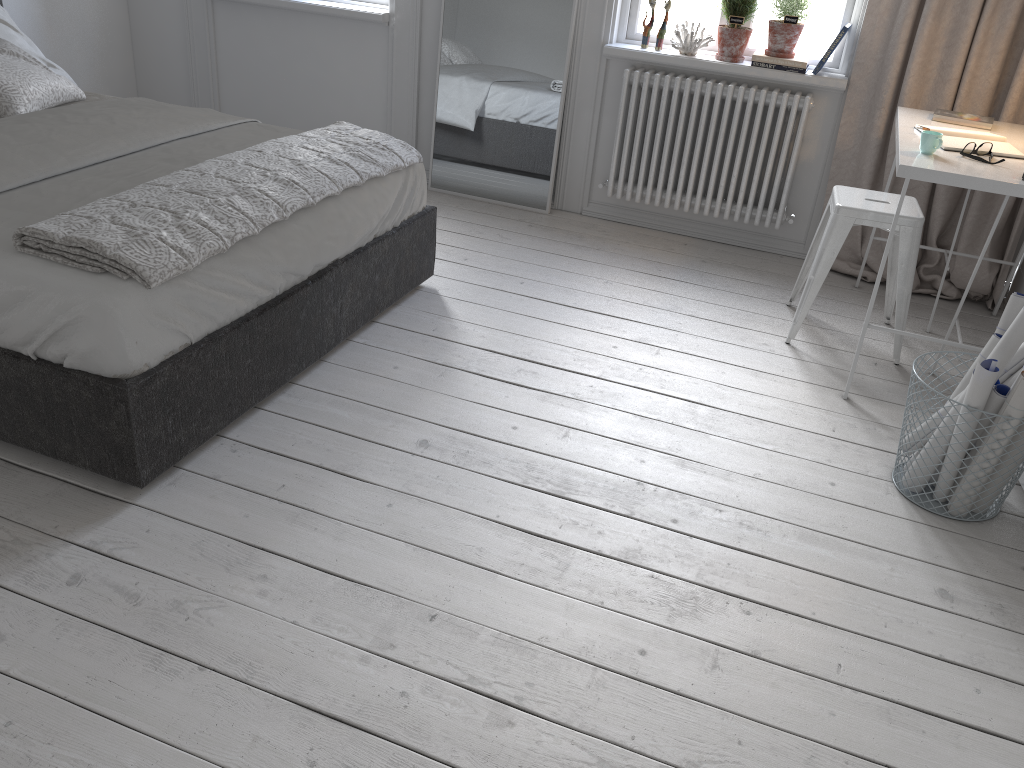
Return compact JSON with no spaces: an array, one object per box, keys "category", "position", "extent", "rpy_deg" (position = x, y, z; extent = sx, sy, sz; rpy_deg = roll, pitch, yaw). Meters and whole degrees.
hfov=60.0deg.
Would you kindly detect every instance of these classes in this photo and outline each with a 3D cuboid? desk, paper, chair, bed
[{"category":"desk","position":[1.613,-0.465,3.190],"extent":[0.641,0.775,1.164],"rpy_deg":[15,30,16]},{"category":"paper","position":[1.279,0.019,2.501],"extent":[0.129,0.360,0.047],"rpy_deg":[9,29,6]},{"category":"chair","position":[1.299,-0.432,3.329],"extent":[0.409,0.526,0.408],"rpy_deg":[12,29,12]},{"category":"paper","position":[1.295,-0.039,2.329],"extent":[0.431,0.792,0.181],"rpy_deg":[-9,32,-25]},{"category":"paper","position":[1.277,0.102,2.312],"extent":[0.060,0.552,0.153],"rpy_deg":[-8,31,-23]},{"category":"paper","position":[1.232,0.046,2.413],"extent":[0.244,0.402,0.049],"rpy_deg":[16,30,18]},{"category":"paper","position":[1.242,0.163,2.292],"extent":[0.057,0.464,0.123],"rpy_deg":[1,29,-8]},{"category":"paper","position":[1.353,0.070,2.272],"extent":[0.181,0.668,0.073],"rpy_deg":[28,35,35]},{"category":"paper","position":[1.224,0.135,2.419],"extent":[0.078,0.388,0.234],"rpy_deg":[-17,36,-35]},{"category":"paper","position":[1.326,0.008,2.509],"extent":[0.046,0.546,0.166],"rpy_deg":[29,36,36]},{"category":"paper","position":[1.272,0.093,2.435],"extent":[0.054,0.431,0.253],"rpy_deg":[-13,34,-31]},{"category":"bed","position":[-1.532,-0.826,2.873],"extent":[2.177,1.166,1.890],"rpy_deg":[15,30,16]}]

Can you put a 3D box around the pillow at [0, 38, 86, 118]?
[{"category":"pillow","position":[-1.915,-0.988,2.995],"extent":[0.415,0.225,1.148],"rpy_deg":[11,29,10]}]

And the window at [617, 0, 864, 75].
[{"category":"window","position":[1.059,-2.163,3.714],"extent":[1.047,1.534,0.079],"rpy_deg":[15,30,16]}]

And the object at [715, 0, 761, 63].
[{"category":"object","position":[0.982,-1.628,3.874],"extent":[0.199,0.410,0.183],"rpy_deg":[-5,30,-18]}]

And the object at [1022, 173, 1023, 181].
[{"category":"object","position":[1.587,-0.705,2.553],"extent":[0.135,0.248,0.135],"rpy_deg":[24,33,30]}]

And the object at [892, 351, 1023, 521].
[{"category":"object","position":[1.250,0.149,2.444],"extent":[0.374,0.350,0.375],"rpy_deg":[16,30,18]}]

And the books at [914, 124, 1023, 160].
[{"category":"books","position":[1.535,-0.837,3.015],"extent":[0.291,0.029,0.358],"rpy_deg":[8,29,4]}]

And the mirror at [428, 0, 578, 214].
[{"category":"mirror","position":[-0.037,-1.642,4.243],"extent":[0.669,1.552,0.145],"rpy_deg":[15,30,16]}]

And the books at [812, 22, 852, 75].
[{"category":"books","position":[1.373,-1.439,3.804],"extent":[0.101,0.210,0.175],"rpy_deg":[16,30,19]}]

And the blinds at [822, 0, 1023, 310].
[{"category":"blinds","position":[1.829,-1.610,3.334],"extent":[0.831,2.676,0.225],"rpy_deg":[15,30,16]}]

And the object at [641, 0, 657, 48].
[{"category":"object","position":[0.623,-1.651,4.040],"extent":[0.045,0.224,0.052],"rpy_deg":[3,29,-5]}]

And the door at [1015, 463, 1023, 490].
[{"category":"door","position":[1.534,-0.635,1.815],"extent":[0.034,2.323,0.678],"rpy_deg":[10,29,8]}]

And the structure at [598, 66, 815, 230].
[{"category":"structure","position":[0.907,-1.112,4.145],"extent":[0.935,0.599,0.216],"rpy_deg":[15,30,16]}]

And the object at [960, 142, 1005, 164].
[{"category":"object","position":[1.477,-0.732,2.797],"extent":[0.114,0.047,0.133],"rpy_deg":[9,29,5]}]

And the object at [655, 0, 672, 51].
[{"category":"object","position":[0.688,-1.624,4.002],"extent":[0.052,0.224,0.045],"rpy_deg":[-10,32,-26]}]

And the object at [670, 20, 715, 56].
[{"category":"object","position":[0.802,-1.550,3.982],"extent":[0.212,0.149,0.186],"rpy_deg":[19,31,24]}]

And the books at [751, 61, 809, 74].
[{"category":"books","position":[1.183,-1.405,3.908],"extent":[0.245,0.022,0.157],"rpy_deg":[17,30,20]}]

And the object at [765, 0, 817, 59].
[{"category":"object","position":[1.192,-1.573,3.810],"extent":[0.210,0.317,0.220],"rpy_deg":[-12,33,-29]}]

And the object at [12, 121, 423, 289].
[{"category":"object","position":[-0.753,-0.597,2.642],"extent":[0.405,0.104,1.462],"rpy_deg":[15,30,16]}]

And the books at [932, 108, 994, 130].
[{"category":"books","position":[1.706,-1.002,3.353],"extent":[0.207,0.024,0.150],"rpy_deg":[18,31,22]}]

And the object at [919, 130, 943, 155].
[{"category":"object","position":[1.315,-0.757,2.793],"extent":[0.064,0.065,0.082],"rpy_deg":[14,30,15]}]

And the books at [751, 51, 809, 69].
[{"category":"books","position":[1.178,-1.425,3.894],"extent":[0.246,0.025,0.157],"rpy_deg":[16,30,18]}]

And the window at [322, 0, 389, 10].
[{"category":"window","position":[-1.004,-2.704,4.332],"extent":[1.047,1.534,0.079],"rpy_deg":[15,30,16]}]
